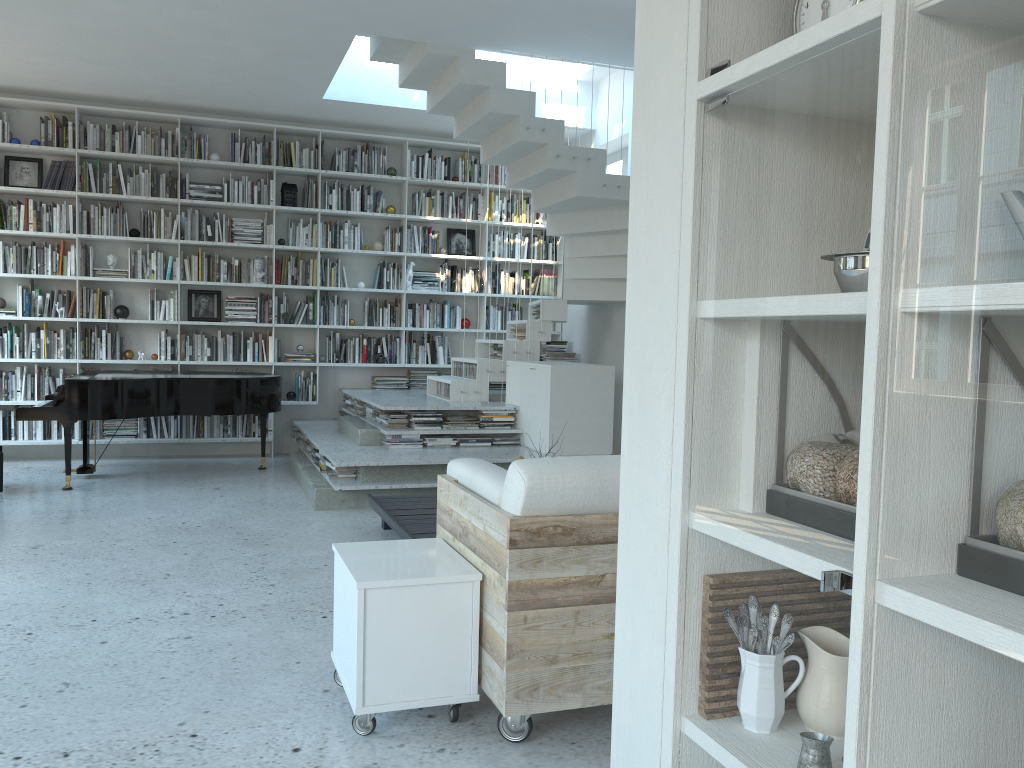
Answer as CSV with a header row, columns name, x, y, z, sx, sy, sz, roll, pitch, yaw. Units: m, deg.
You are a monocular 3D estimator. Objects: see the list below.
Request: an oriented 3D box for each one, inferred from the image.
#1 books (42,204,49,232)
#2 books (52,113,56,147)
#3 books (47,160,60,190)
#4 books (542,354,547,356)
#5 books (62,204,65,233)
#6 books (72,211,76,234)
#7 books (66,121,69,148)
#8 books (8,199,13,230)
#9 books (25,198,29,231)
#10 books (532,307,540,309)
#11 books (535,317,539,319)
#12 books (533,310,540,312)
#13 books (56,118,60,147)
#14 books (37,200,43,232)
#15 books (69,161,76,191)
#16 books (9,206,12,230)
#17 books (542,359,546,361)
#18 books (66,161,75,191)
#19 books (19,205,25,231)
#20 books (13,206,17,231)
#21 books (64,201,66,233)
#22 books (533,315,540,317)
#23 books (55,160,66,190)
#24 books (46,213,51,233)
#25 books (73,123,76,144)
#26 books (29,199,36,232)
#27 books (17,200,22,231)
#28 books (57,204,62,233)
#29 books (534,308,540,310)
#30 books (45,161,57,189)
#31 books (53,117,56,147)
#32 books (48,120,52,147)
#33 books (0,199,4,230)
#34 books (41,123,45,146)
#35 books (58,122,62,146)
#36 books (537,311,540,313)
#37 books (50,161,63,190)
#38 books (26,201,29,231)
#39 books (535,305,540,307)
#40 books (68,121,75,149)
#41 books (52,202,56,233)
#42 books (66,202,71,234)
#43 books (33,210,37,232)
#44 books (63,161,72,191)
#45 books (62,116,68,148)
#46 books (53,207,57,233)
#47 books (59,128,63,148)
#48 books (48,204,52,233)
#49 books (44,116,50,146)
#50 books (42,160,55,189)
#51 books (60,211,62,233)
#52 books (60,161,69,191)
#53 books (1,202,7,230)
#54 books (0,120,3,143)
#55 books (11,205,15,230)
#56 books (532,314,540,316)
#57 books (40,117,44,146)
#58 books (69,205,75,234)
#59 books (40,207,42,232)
name,x,y,z,sx,sy,sz,roll,pitch,yaw
books,-4.142,-1.458,7.874,0.029,0.261,0.157,0,4,-19
books,-4.057,-2.221,7.859,0.014,0.321,0.136,0,4,-19
books,-4.054,-1.830,7.863,0.110,0.280,0.174,0,4,-19
books,0.430,-0.298,9.100,0.206,0.015,0.144,0,3,-22
books,-3.998,-1.460,7.927,0.024,0.266,0.155,0,4,-19
books,-3.889,-1.425,7.921,0.039,0.202,0.235,0,4,-19
books,-3.945,-2.190,7.892,0.022,0.261,0.152,0,4,-19
books,-4.397,-1.468,7.780,0.012,0.277,0.150,0,4,-19
books,-4.274,-1.481,7.823,0.014,0.304,0.151,0,4,-19
books,0.299,-0.693,8.079,0.191,0.013,0.243,1,3,-8
books,0.308,-0.618,8.384,0.149,0.014,0.228,1,3,-7
books,0.303,-0.663,8.082,0.176,0.007,0.254,1,3,-11
books,-4.015,-2.197,7.848,0.011,0.274,0.183,0,4,-19
books,-4.178,-1.471,7.857,0.025,0.286,0.161,0,4,-19
books,-3.910,-1.835,7.918,0.078,0.286,0.174,0,4,-19
books,-4.381,-1.438,7.775,0.014,0.218,0.164,0,4,-19
books,0.431,-0.246,9.099,0.218,0.013,0.152,1,3,-16
books,-3.936,-1.836,7.923,0.078,0.286,0.174,0,4,-19
books,-4.303,-1.448,7.812,0.047,0.238,0.162,0,4,-19
books,-4.349,-1.437,7.786,0.031,0.217,0.173,0,4,-19
books,-3.971,-1.471,7.905,0.012,0.291,0.182,0,4,-19
books,0.294,-0.616,8.084,0.182,0.013,0.287,1,3,-5
books,-4.003,-1.832,7.879,0.097,0.283,0.174,0,4,-19
books,-4.119,-1.421,7.883,0.022,0.186,0.136,0,4,-19
books,-3.887,-2.185,7.914,0.039,0.252,0.146,0,4,-19
books,-4.224,-1.470,7.816,0.030,0.286,0.185,0,4,-19
books,-4.329,-1.465,7.796,0.014,0.273,0.180,0,4,-19
books,-4.025,-1.458,7.894,0.022,0.263,0.174,0,4,-19
books,0.307,-0.682,8.081,0.174,0.009,0.239,1,3,-10
books,-4.081,-1.832,7.873,0.110,0.280,0.174,0,4,-19
books,-4.040,-2.202,7.851,0.013,0.283,0.166,0,4,-19
books,-4.069,-2.184,7.830,0.028,0.249,0.155,0,4,-19
books,-4.458,-1.468,7.740,0.011,0.277,0.164,0,4,-19
books,-4.121,-2.170,7.819,0.028,0.218,0.153,0,4,-19
books,-4.014,-2.188,7.880,0.013,0.255,0.129,0,4,-19
books,0.313,-0.652,8.084,0.154,0.014,0.196,1,3,-6
books,-4.038,-1.831,7.888,0.110,0.280,0.174,0,4,-19
books,-4.251,-1.463,7.812,0.023,0.271,0.186,0,4,-19
books,0.305,-0.732,8.376,0.165,0.014,0.235,1,3,-2
books,-3.916,-2.186,7.888,0.031,0.254,0.178,0,4,-19
books,-4.071,-1.467,7.882,0.012,0.281,0.188,0,4,-19
books,-3.959,-1.471,7.922,0.022,0.289,0.169,0,4,-19
books,-4.196,-1.424,7.825,0.029,0.195,0.191,0,4,-19
books,-3.959,-1.837,7.920,0.078,0.286,0.174,0,4,-19
books,-3.959,-2.207,7.860,0.025,0.297,0.163,0,4,-19
books,-4.051,-1.442,7.887,0.030,0.231,0.172,0,4,-19
books,-3.989,-2.155,7.865,0.027,0.190,0.177,0,4,-19
books,-4.099,-1.458,7.892,0.035,0.261,0.131,0,4,-19
books,-4.094,-2.200,7.821,0.024,0.280,0.187,0,4,-19
books,-4.099,-1.831,7.856,0.110,0.280,0.174,0,4,-19
books,-4.013,-1.430,7.914,0.013,0.206,0.172,0,4,-19
books,-3.979,-1.836,7.908,0.078,0.286,0.174,0,4,-19
books,-4.437,-1.455,7.766,0.047,0.250,0.134,0,4,-19
books,-4.423,-2.169,7.701,0.021,0.214,0.173,0,4,-19
books,-4.371,-1.444,7.785,0.011,0.229,0.170,0,4,-19
books,0.294,-0.630,8.083,0.191,0.014,0.243,1,3,-6
books,-4.143,-2.200,7.822,0.013,0.278,0.150,0,4,-19
books,-3.931,-1.458,7.930,0.035,0.264,0.177,0,4,-19
books,-4.157,-1.444,7.854,0.013,0.232,0.171,0,4,-19
